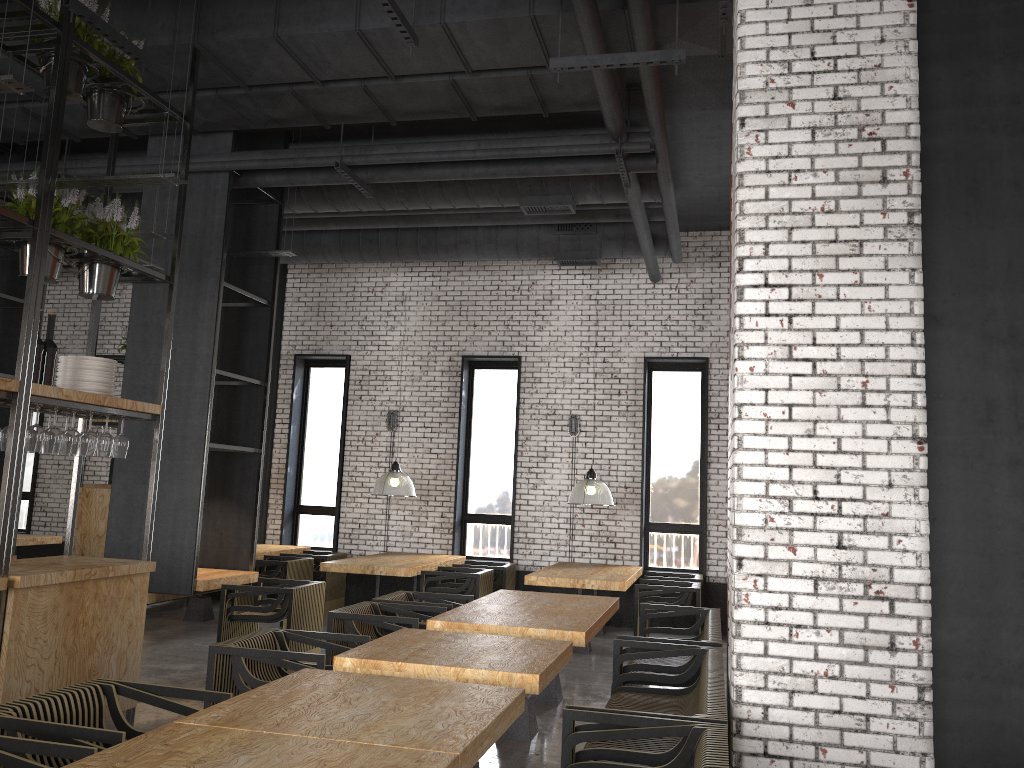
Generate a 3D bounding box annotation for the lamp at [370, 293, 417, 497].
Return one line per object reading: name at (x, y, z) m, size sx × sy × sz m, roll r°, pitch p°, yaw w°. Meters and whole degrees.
lamp at (-1.316, 0.105, 10.436) m, size 0.536 × 2.413 × 0.536 m, roll 9°, pitch -11°, yaw -40°

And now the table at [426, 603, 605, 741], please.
table at (0.046, 1.928, 5.872) m, size 1.000 × 0.765 × 0.994 m, roll 1°, pitch -8°, yaw 13°

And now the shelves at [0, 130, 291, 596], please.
shelves at (-5.313, -0.430, 8.618) m, size 6.147 × 4.379 × 1.000 m, roll 1°, pitch -8°, yaw 13°

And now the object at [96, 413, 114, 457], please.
object at (-2.495, 0.313, 5.445) m, size 0.101 × 0.268 × 0.100 m, roll 6°, pitch -9°, yaw -23°

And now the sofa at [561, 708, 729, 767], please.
sofa at (0.302, 1.548, 2.554) m, size 0.640 × 0.732 × 1.800 m, roll 1°, pitch -7°, yaw 13°

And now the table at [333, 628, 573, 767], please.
table at (-0.271, 1.752, 4.552) m, size 1.000 × 0.765 × 0.994 m, roll 1°, pitch -8°, yaw 13°

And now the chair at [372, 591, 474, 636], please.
chair at (-0.705, 2.046, 6.951) m, size 0.638 × 0.732 × 0.655 m, roll 1°, pitch -8°, yaw 12°

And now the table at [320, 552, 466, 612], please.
table at (-1.314, 2.400, 10.180) m, size 1.000 × 0.765 × 2.110 m, roll 1°, pitch -7°, yaw 13°

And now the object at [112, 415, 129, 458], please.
object at (-2.463, 0.332, 5.587) m, size 0.101 × 0.268 × 0.100 m, roll 6°, pitch -9°, yaw -23°

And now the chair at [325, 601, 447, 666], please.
chair at (-0.870, 1.941, 6.162) m, size 0.638 × 0.732 × 0.655 m, roll 1°, pitch -8°, yaw 13°

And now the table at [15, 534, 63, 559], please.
table at (-8.001, 2.272, 11.485) m, size 4.135 × 0.765 × 0.997 m, roll 1°, pitch -8°, yaw 13°

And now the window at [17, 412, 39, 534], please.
window at (-7.304, 0.912, 13.327) m, size 0.748 × 2.706 × 0.364 m, roll 1°, pitch -8°, yaw 13°

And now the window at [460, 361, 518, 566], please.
window at (-0.284, 1.017, 11.720) m, size 0.748 × 2.706 × 0.364 m, roll 1°, pitch -8°, yaw 13°

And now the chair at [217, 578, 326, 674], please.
chair at (-2.031, 2.056, 7.496) m, size 0.638 × 0.732 × 0.655 m, roll 1°, pitch -8°, yaw 11°

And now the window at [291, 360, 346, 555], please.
window at (-2.644, 0.982, 12.260) m, size 0.748 × 2.706 × 0.364 m, roll 1°, pitch -8°, yaw 13°

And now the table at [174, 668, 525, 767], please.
table at (-0.557, 1.585, 3.295) m, size 1.000 × 0.765 × 0.994 m, roll 1°, pitch -8°, yaw 13°

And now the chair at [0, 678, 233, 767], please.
chair at (-1.529, 1.559, 3.285) m, size 0.638 × 0.732 × 0.655 m, roll 0°, pitch -8°, yaw 15°

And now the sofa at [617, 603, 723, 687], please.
sofa at (1.140, 2.037, 6.237) m, size 0.640 × 0.732 × 1.800 m, roll 1°, pitch -7°, yaw 13°

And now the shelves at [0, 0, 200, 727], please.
shelves at (-2.915, -0.562, 4.163) m, size 0.690 × 5.033 × 3.649 m, roll 1°, pitch -8°, yaw 13°

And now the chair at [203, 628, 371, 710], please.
chair at (-1.201, 1.756, 4.772) m, size 0.638 × 0.732 × 0.655 m, roll 1°, pitch -8°, yaw 12°

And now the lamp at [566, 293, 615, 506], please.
lamp at (0.917, 0.138, 9.925) m, size 0.536 × 2.413 × 0.536 m, roll 9°, pitch -11°, yaw -40°

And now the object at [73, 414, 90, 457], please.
object at (-2.742, 0.328, 5.651) m, size 0.101 × 0.268 × 0.100 m, roll 6°, pitch -9°, yaw -23°

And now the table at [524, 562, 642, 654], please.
table at (0.830, 2.432, 9.689) m, size 1.000 × 0.765 × 2.110 m, roll 1°, pitch -7°, yaw 13°

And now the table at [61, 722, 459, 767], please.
table at (-0.777, 1.456, 2.327) m, size 1.000 × 0.765 × 0.994 m, roll 1°, pitch -8°, yaw 13°

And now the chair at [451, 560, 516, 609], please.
chair at (-0.337, 2.498, 10.494) m, size 0.638 × 0.732 × 0.655 m, roll 1°, pitch -8°, yaw 10°

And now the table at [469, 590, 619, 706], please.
table at (0.266, 2.057, 6.839) m, size 1.000 × 0.765 × 0.994 m, roll 1°, pitch -8°, yaw 13°

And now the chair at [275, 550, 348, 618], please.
chair at (-2.485, 2.467, 10.996) m, size 0.638 × 0.732 × 0.655 m, roll 1°, pitch -8°, yaw 11°

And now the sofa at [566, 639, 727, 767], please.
sofa at (0.710, 1.786, 4.345) m, size 0.640 × 0.732 × 1.800 m, roll 1°, pitch -7°, yaw 13°

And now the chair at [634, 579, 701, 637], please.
chair at (1.585, 2.397, 8.997) m, size 0.638 × 0.732 × 0.655 m, roll 1°, pitch -8°, yaw 13°

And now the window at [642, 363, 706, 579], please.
window at (2.056, 1.053, 11.184) m, size 0.748 × 2.706 × 0.364 m, roll 1°, pitch -8°, yaw 13°

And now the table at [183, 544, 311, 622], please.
table at (-3.373, 2.369, 10.652) m, size 1.000 × 0.765 × 2.110 m, roll 1°, pitch -7°, yaw 13°

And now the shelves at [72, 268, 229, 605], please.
shelves at (-4.202, 0.214, 10.920) m, size 0.690 × 5.033 × 2.326 m, roll 1°, pitch -8°, yaw 13°

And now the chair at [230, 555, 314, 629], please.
chair at (-2.693, 2.334, 9.987) m, size 0.638 × 0.732 × 0.655 m, roll 1°, pitch -8°, yaw 13°

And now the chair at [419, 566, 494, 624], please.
chair at (-0.595, 2.364, 9.496) m, size 0.638 × 0.732 × 0.655 m, roll 1°, pitch -8°, yaw 12°

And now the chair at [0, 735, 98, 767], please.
chair at (-1.696, 1.453, 2.487) m, size 0.638 × 0.732 × 0.655 m, roll 1°, pitch -8°, yaw 14°

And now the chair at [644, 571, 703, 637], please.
chair at (1.823, 2.530, 9.999) m, size 0.638 × 0.732 × 0.655 m, roll 1°, pitch -8°, yaw 12°
